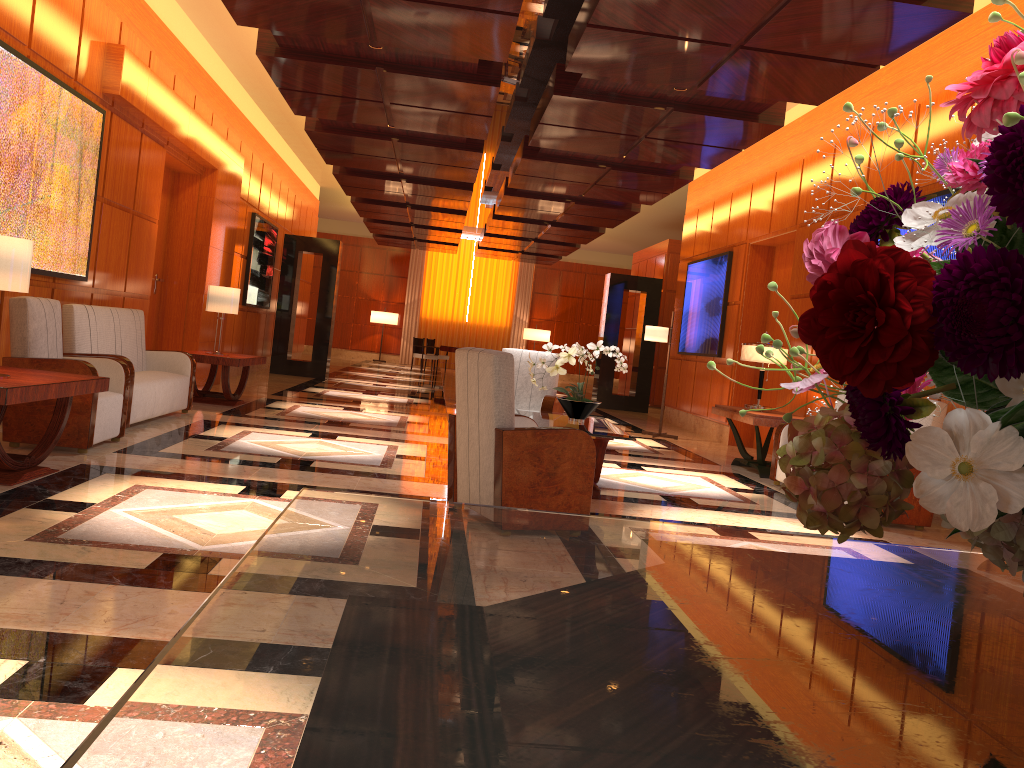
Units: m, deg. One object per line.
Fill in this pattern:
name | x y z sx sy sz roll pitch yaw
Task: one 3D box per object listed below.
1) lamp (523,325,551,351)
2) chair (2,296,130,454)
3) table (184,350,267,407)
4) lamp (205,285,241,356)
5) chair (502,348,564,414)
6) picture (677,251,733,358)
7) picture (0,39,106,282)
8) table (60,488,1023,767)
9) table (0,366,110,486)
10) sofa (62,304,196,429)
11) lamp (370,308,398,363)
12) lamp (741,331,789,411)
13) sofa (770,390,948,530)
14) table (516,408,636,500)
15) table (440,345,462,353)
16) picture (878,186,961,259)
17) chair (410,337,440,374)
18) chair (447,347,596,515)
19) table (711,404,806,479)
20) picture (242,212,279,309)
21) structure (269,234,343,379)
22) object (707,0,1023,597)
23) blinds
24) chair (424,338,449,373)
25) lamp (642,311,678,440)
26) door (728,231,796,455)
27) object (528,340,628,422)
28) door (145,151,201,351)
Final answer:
lamp | 0.701 -0.988 27.078 0.812 1.660 0.809 7 1 35
chair | -2.986 -0.079 5.955 0.628 0.960 0.738 6 1 -6
table | -3.238 -0.063 9.775 0.724 0.534 1.169 6 2 -2
lamp | 1.327 0.018 5.215 13.032 0.734 0.334 9 2 44
chair | 0.062 0.170 7.907 0.738 0.960 0.628 7 1 14
picture | 2.811 -1.137 13.028 0.056 1.451 1.999 6 2 -5
picture | -3.453 -1.533 6.497 0.056 1.451 1.999 6 2 -5
table | 0.481 0.665 0.700 1.599 0.744 1.602 6 2 -5
table | -2.807 0.216 4.784 0.724 0.534 1.169 6 2 -2
sofa | -3.239 -0.168 7.555 0.612 0.932 1.801 6 2 -5
lamp | -3.898 -1.481 26.673 0.812 1.660 0.809 7 1 35
lamp | 2.521 -0.136 8.925 0.458 0.793 0.459 5 1 -43
sofa | 2.748 0.516 7.171 0.612 0.932 1.801 6 2 -5
table | 0.388 0.520 6.441 0.722 0.496 1.561 6 2 -2
table | -0.830 -0.526 23.094 2.103 0.741 0.785 5 2 -34
picture | 3.314 -0.811 7.190 0.056 1.451 1.999 6 2 -5
chair | -2.285 -0.736 22.801 0.577 0.894 0.583 7 1 33
chair | 0.023 0.305 4.910 0.627 0.960 0.739 6 1 -26
table | 2.516 0.586 8.869 0.725 0.606 1.272 6 2 -5
picture | -4.163 -1.992 14.727 0.056 1.451 1.999 6 2 -5
structure | -3.715 -1.391 16.049 0.985 2.497 0.500 6 0 -5
object | 0.556 -0.034 0.714 0.649 0.658 0.681 6 2 -14
blinds | -1.376 -2.454 27.510 3.851 4.063 0.149 6 0 -5
chair | -2.072 -0.770 24.041 0.577 0.894 0.584 7 1 23
lamp | 1.948 -0.134 11.607 0.526 1.660 0.360 6 0 -15
door | 3.193 -0.456 10.799 0.340 2.650 1.539 6 1 -5
object | 0.495 -0.034 6.560 0.787 0.617 0.418 5 1 -28
door | -4.077 -1.236 10.140 0.340 2.650 1.501 6 1 -5
